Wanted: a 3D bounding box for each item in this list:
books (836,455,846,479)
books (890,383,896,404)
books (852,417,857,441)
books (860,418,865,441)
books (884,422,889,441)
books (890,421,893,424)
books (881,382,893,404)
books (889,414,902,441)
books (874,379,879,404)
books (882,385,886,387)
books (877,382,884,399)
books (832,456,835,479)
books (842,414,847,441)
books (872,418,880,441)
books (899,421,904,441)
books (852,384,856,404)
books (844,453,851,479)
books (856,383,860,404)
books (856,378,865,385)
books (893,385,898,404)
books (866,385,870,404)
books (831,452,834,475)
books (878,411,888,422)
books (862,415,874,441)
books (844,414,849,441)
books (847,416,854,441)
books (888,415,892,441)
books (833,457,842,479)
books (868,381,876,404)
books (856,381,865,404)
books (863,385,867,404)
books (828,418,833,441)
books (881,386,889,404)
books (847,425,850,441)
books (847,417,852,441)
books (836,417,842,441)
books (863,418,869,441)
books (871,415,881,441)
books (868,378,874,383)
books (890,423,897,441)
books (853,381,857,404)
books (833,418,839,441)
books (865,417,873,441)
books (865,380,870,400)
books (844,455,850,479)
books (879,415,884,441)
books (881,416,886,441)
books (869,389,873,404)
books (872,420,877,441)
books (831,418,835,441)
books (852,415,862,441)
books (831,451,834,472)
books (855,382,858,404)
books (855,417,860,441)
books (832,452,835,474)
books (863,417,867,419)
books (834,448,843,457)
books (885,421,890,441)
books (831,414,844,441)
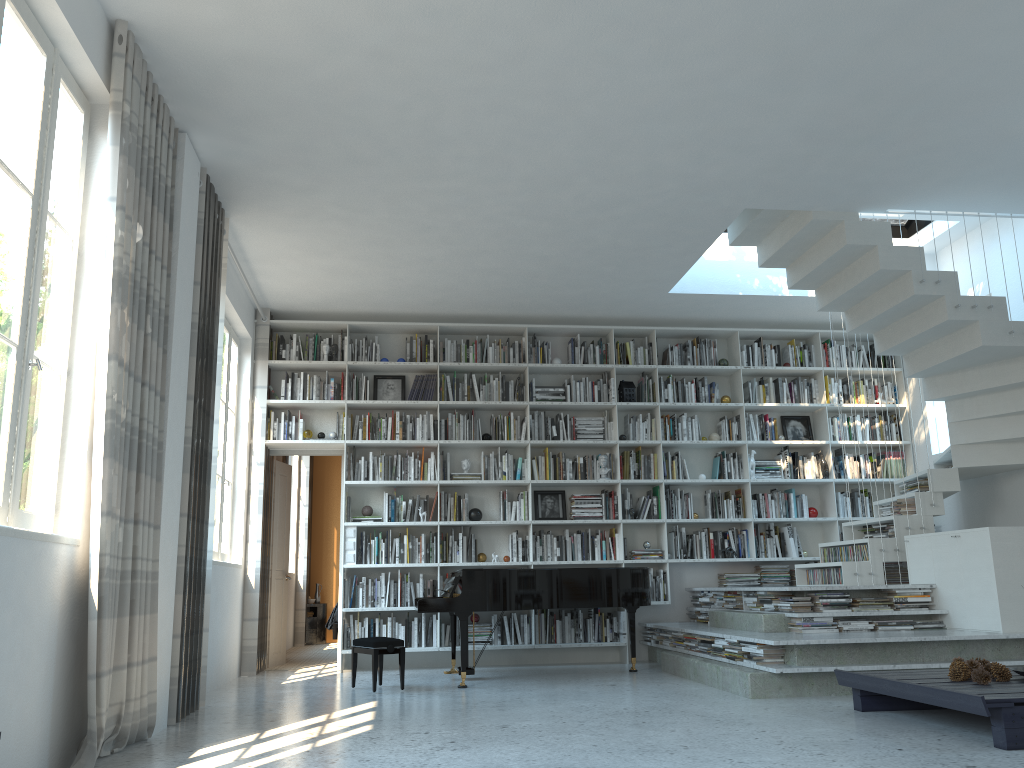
[{"bbox_3d":[3.226,0.836,8.730,0.022,0.242,0.171,0,-13,-7],"label":"books"},{"bbox_3d":[3.821,0.128,8.980,0.040,0.246,0.160,0,-13,-7],"label":"books"},{"bbox_3d":[3.378,0.472,8.835,0.024,0.258,0.156,0,-13,-7],"label":"books"},{"bbox_3d":[3.474,0.479,8.863,0.012,0.253,0.161,0,-13,-7],"label":"books"},{"bbox_3d":[3.702,0.497,8.867,0.025,0.211,0.189,0,-13,-7],"label":"books"},{"bbox_3d":[3.800,0.497,8.915,0.024,0.229,0.131,0,-13,-7],"label":"books"},{"bbox_3d":[3.786,0.122,8.977,0.029,0.257,0.163,0,-13,-7],"label":"books"},{"bbox_3d":[3.832,0.460,8.896,0.042,0.291,0.186,0,-13,-7],"label":"books"},{"bbox_3d":[3.646,0.106,8.959,0.023,0.286,0.163,0,-13,-7],"label":"books"},{"bbox_3d":[3.759,0.140,8.985,0.023,0.227,0.131,0,-13,-7],"label":"books"},{"bbox_3d":[3.694,0.121,8.958,0.070,0.253,0.154,0,-13,-7],"label":"books"},{"bbox_3d":[3.132,0.842,8.736,0.010,0.238,0.148,0,-13,-7],"label":"books"},{"bbox_3d":[3.277,0.455,8.838,0.022,0.296,0.162,0,-13,-7],"label":"books"},{"bbox_3d":[3.621,0.480,8.877,0.025,0.252,0.160,0,-13,-7],"label":"books"},{"bbox_3d":[3.863,0.497,8.894,0.021,0.218,0.184,0,-13,-7],"label":"books"},{"bbox_3d":[3.368,0.125,8.838,0.014,0.205,0.184,0,-13,-7],"label":"books"},{"bbox_3d":[3.285,0.828,8.751,0.022,0.265,0.157,0,-13,-7],"label":"books"},{"bbox_3d":[3.416,0.117,8.843,0.013,0.222,0.175,0,-13,-7],"label":"books"},{"bbox_3d":[3.525,0.100,8.941,0.010,0.294,0.165,0,-13,-7],"label":"books"},{"bbox_3d":[3.848,0.139,8.963,0.011,0.216,0.170,0,-13,-7],"label":"books"},{"bbox_3d":[3.539,0.137,8.922,0.013,0.212,0.187,0,-13,-7],"label":"books"},{"bbox_3d":[3.107,0.819,8.722,0.025,0.276,0.161,0,-13,-7],"label":"books"},{"bbox_3d":[3.741,0.446,8.909,0.013,0.329,0.140,0,-12,-7],"label":"books"},{"bbox_3d":[3.567,0.463,8.884,0.024,0.291,0.132,0,-12,-7],"label":"books"},{"bbox_3d":[3.296,0.455,8.828,0.012,0.292,0.166,0,-13,-7],"label":"books"},{"bbox_3d":[3.352,0.468,8.842,0.025,0.270,0.153,0,-13,-7],"label":"books"},{"bbox_3d":[3.755,0.467,8.897,0.013,0.282,0.149,0,-13,-7],"label":"books"},{"bbox_3d":[3.179,0.845,8.751,0.066,0.236,0.144,0,-13,-7],"label":"books"},{"bbox_3d":[3.614,0.116,8.942,0.022,0.260,0.161,0,-13,-7],"label":"books"},{"bbox_3d":[3.440,0.112,8.870,0.042,0.241,0.248,0,-13,-7],"label":"books"},{"bbox_3d":[3.510,0.135,8.924,0.023,0.220,0.172,0,-13,-7],"label":"books"},{"bbox_3d":[3.134,0.473,8.807,0.012,0.253,0.161,0,-13,-7],"label":"books"},{"bbox_3d":[3.740,0.141,8.957,0.023,0.213,0.181,0,-13,-7],"label":"books"},{"bbox_3d":[3.314,0.514,8.832,0.027,0.179,0.157,0,-13,-7],"label":"books"},{"bbox_3d":[3.334,0.471,8.830,0.013,0.259,0.158,0,-13,-7],"label":"books"},{"bbox_3d":[3.214,0.472,8.814,0.026,0.256,0.174,0,-13,-7],"label":"books"},{"bbox_3d":[3.504,0.479,8.846,0.045,0.244,0.177,0,-13,-7],"label":"books"},{"bbox_3d":[3.641,0.464,8.874,0.012,0.282,0.152,0,-13,-7],"label":"books"},{"bbox_3d":[3.628,0.105,8.968,0.011,0.293,0.151,0,-13,-7],"label":"books"},{"bbox_3d":[3.779,0.506,8.875,0.029,0.195,0.192,0,-13,-7],"label":"books"},{"bbox_3d":[3.385,0.109,8.850,0.022,0.242,0.145,0,-13,-7],"label":"books"},{"bbox_3d":[3.179,0.473,8.797,0.023,0.247,0.182,0,-13,-7],"label":"books"},{"bbox_3d":[3.537,0.475,8.858,0.023,0.257,0.184,0,-13,-7],"label":"books"},{"bbox_3d":[3.554,0.110,8.956,0.024,0.280,0.154,0,-13,-7],"label":"books"},{"bbox_3d":[3.262,0.835,8.734,0.026,0.245,0.181,0,-13,-7],"label":"books"},{"bbox_3d":[3.654,0.466,8.872,0.013,0.276,0.188,0,-13,-7],"label":"books"},{"bbox_3d":[3.675,0.470,8.871,0.028,0.267,0.173,0,-13,-7],"label":"books"},{"bbox_3d":[3.584,0.158,8.948,0.034,0.182,0.157,0,-13,-7],"label":"books"},{"bbox_3d":[3.594,0.490,8.882,0.028,0.236,0.146,0,-13,-7],"label":"books"},{"bbox_3d":[3.151,0.478,8.822,0.026,0.249,0.161,0,-13,-7],"label":"books"},{"bbox_3d":[3.426,0.461,8.846,0.030,0.283,0.166,0,-13,-7],"label":"books"},{"bbox_3d":[3.122,0.815,8.740,0.010,0.292,0.164,0,-13,-7],"label":"books"},{"bbox_3d":[3.402,0.111,8.852,0.012,0.237,0.166,0,-13,-7],"label":"books"},{"bbox_3d":[3.401,0.470,8.836,0.022,0.262,0.173,0,-13,-7],"label":"books"},{"bbox_3d":[3.141,0.824,8.751,0.010,0.278,0.148,0,-13,-7],"label":"books"},{"bbox_3d":[3.550,0.473,8.884,0.010,0.273,0.130,0,-13,-7],"label":"books"},{"bbox_3d":[3.240,0.802,8.759,0.012,0.321,0.142,0,-12,-7],"label":"books"},{"bbox_3d":[3.725,0.496,8.880,0.025,0.219,0.178,0,-13,-7],"label":"books"},{"bbox_3d":[3.235,0.455,8.806,0.014,0.285,0.186,0,-13,-7],"label":"books"}]
